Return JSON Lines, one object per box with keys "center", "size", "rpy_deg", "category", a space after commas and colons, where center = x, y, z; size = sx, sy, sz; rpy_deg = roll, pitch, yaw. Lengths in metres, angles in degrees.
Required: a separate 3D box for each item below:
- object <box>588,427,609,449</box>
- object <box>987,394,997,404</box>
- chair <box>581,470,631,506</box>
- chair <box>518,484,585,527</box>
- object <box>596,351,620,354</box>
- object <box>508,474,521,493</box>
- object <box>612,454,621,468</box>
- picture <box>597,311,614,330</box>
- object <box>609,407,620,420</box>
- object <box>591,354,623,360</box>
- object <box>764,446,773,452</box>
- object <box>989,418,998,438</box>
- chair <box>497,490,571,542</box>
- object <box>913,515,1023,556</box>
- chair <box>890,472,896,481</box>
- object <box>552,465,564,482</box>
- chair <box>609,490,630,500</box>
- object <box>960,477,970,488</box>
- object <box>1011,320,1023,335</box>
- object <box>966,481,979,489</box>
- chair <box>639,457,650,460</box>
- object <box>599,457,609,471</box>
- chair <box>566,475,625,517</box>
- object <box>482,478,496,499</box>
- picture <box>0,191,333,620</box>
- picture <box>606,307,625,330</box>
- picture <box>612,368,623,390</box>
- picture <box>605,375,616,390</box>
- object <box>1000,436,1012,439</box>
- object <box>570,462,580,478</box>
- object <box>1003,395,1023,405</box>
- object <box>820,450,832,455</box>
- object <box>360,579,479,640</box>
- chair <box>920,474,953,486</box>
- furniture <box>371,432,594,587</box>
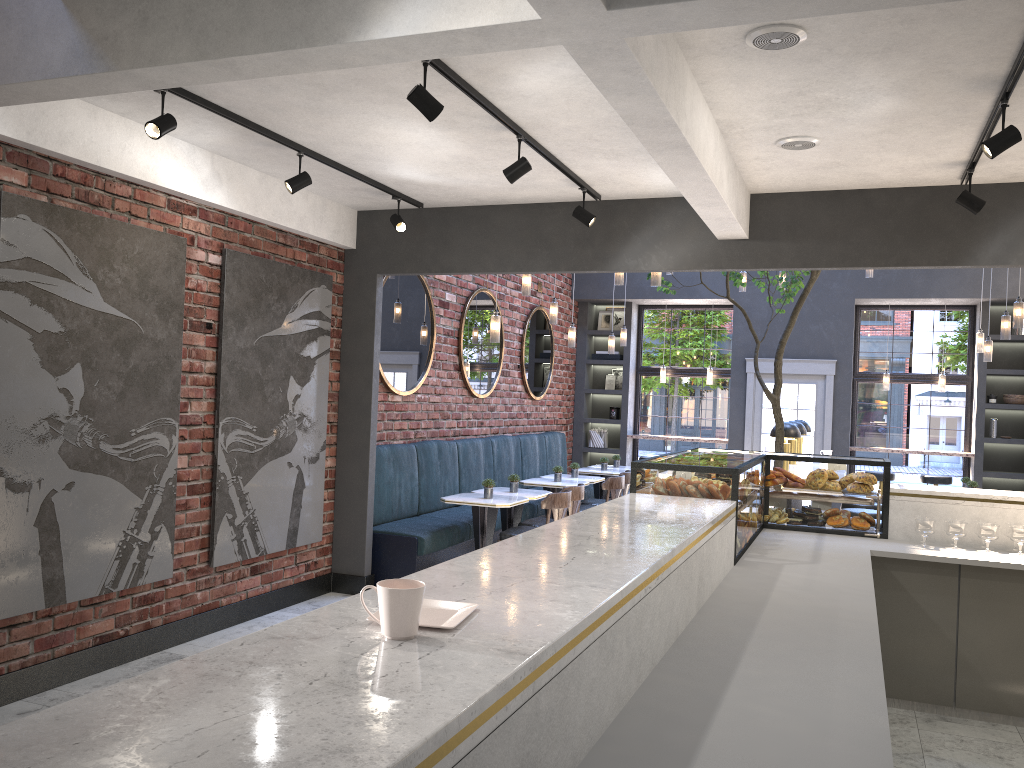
{"center": [1.258, 0.768, 12.913], "size": [0.250, 0.323, 0.241], "rpy_deg": [2, 0, 21], "category": "object"}
{"center": [6.005, 0.187, 11.092], "size": [0.116, 0.119, 0.117], "rpy_deg": [2, -1, -3], "category": "object"}
{"center": [1.008, 1.338, 9.415], "size": [0.521, 0.851, 0.538], "rpy_deg": [2, 0, 15], "category": "chair"}
{"center": [0.350, 1.288, 7.704], "size": [0.521, 0.851, 0.538], "rpy_deg": [2, 0, 23], "category": "chair"}
{"center": [1.394, -0.448, 12.890], "size": [0.327, 0.039, 0.227], "rpy_deg": [2, -1, 11], "category": "object"}
{"center": [0.018, 0.870, 7.809], "size": [0.118, 0.165, 0.122], "rpy_deg": [2, 0, -1], "category": "object"}
{"center": [1.315, 0.969, 11.166], "size": [0.118, 0.165, 0.122], "rpy_deg": [2, 0, -1], "category": "object"}
{"center": [1.380, -0.925, 13.065], "size": [0.230, 0.313, 0.061], "rpy_deg": [2, 0, 21], "category": "picture"}
{"center": [1.485, 0.422, 12.817], "size": [0.152, 0.181, 0.152], "rpy_deg": [3, -1, -31], "category": "object"}
{"center": [1.392, -0.387, 12.877], "size": [0.412, 0.084, 0.286], "rpy_deg": [2, -1, 21], "category": "object"}
{"center": [2.873, 0.749, 9.920], "size": [0.176, 0.098, 0.204], "rpy_deg": [2, -1, 26], "category": "object"}
{"center": [5.996, 0.550, 11.040], "size": [0.098, 0.248, 0.098], "rpy_deg": [3, 0, -29], "category": "object"}
{"center": [0.198, 1.274, 7.143], "size": [0.521, 0.851, 0.538], "rpy_deg": [2, 0, 23], "category": "chair"}
{"center": [2.525, 0.832, 4.885], "size": [0.575, 0.147, 0.256], "rpy_deg": [2, -1, 21], "category": "object"}
{"center": [4.685, 1.531, 11.321], "size": [0.370, 0.821, 0.372], "rpy_deg": [2, 0, -16], "category": "chair"}
{"center": [0.464, 0.904, 8.965], "size": [0.118, 0.165, 0.122], "rpy_deg": [2, 0, -1], "category": "object"}
{"center": [1.419, 1.370, 10.487], "size": [0.521, 0.851, 0.538], "rpy_deg": [2, 0, 23], "category": "chair"}
{"center": [4.988, 1.099, 9.744], "size": [0.118, 0.165, 0.122], "rpy_deg": [2, 0, -1], "category": "object"}
{"center": [6.333, -0.699, 11.024], "size": [0.214, 0.215, 0.213], "rpy_deg": [2, -1, 31], "category": "object"}
{"center": [4.778, 1.083, 9.202], "size": [0.118, 0.165, 0.122], "rpy_deg": [2, 0, -1], "category": "object"}
{"center": [1.944, 1.435, 12.382], "size": [0.370, 0.821, 0.372], "rpy_deg": [2, 0, -16], "category": "chair"}
{"center": [1.106, 0.953, 10.624], "size": [0.118, 0.165, 0.122], "rpy_deg": [2, 0, -1], "category": "object"}
{"center": [0.839, 1.323, 8.803], "size": [0.521, 0.851, 0.538], "rpy_deg": [2, 0, 23], "category": "chair"}
{"center": [-0.192, 0.854, 7.266], "size": [0.118, 0.165, 0.122], "rpy_deg": [2, 0, -1], "category": "object"}
{"center": [-1.931, 0.146, 5.462], "size": [0.033, 2.027, 2.821], "rpy_deg": [2, -1, 21], "category": "picture"}
{"center": [1.548, -0.943, 13.037], "size": [0.361, 0.369, 0.055], "rpy_deg": [2, 0, 21], "category": "picture"}
{"center": [1.578, -0.067, 13.018], "size": [0.247, 0.326, 0.044], "rpy_deg": [2, 0, 21], "category": "picture"}
{"center": [1.447, -0.022, 13.041], "size": [0.161, 0.227, 0.049], "rpy_deg": [2, 0, 22], "category": "picture"}
{"center": [6.108, 0.664, 10.965], "size": [0.130, 0.026, 0.130], "rpy_deg": [2, -1, 4], "category": "object"}
{"center": [0.674, 0.920, 9.507], "size": [0.118, 0.165, 0.122], "rpy_deg": [2, 0, -1], "category": "object"}
{"center": [6.271, 0.195, 11.015], "size": [0.304, 0.123, 0.305], "rpy_deg": [2, -1, 42], "category": "object"}
{"center": [3.449, 0.771, 9.732], "size": [0.176, 0.097, 0.301], "rpy_deg": [2, -1, 12], "category": "object"}
{"center": [-0.182, 0.414, 1.714], "size": [0.176, 0.097, 0.301], "rpy_deg": [2, -1, 12], "category": "object"}
{"center": [5.279, 1.552, 11.066], "size": [0.372, 0.821, 0.370], "rpy_deg": [2, 0, -16], "category": "chair"}
{"center": [2.416, 1.236, 8.562], "size": [6.020, 1.151, 5.342], "rpy_deg": [2, -1, 21], "category": "furniture"}
